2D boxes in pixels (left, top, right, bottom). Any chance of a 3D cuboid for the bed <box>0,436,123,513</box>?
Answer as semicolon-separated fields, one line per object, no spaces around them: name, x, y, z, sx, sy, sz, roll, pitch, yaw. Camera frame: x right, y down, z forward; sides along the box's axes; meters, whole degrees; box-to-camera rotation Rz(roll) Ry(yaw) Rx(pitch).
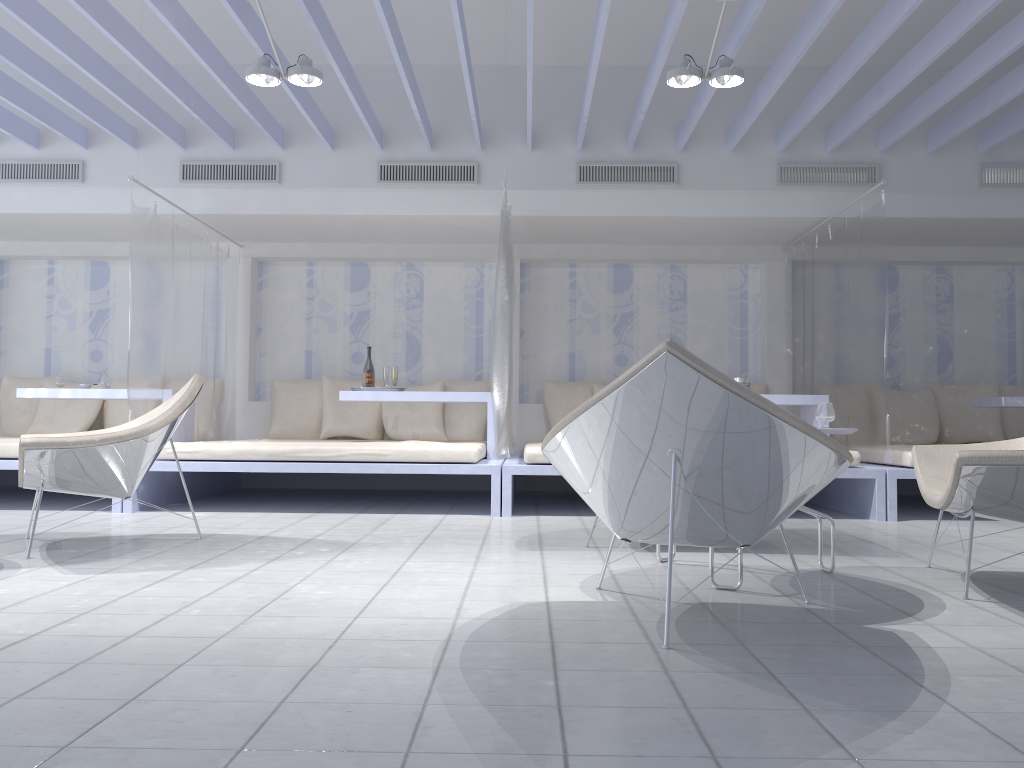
bed;-3.355;0.572;6.184;2.200;0.427;2.016;0;-3;1

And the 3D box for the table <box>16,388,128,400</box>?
table;-2.825;0.266;6.199;1.065;0.450;0.416;0;-3;1

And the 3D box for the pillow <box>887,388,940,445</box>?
pillow;3.079;0.249;6.966;0.528;0.482;0.307;0;-3;6

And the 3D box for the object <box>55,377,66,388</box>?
object;-3.234;-0.002;6.349;0.068;0.091;0.068;-1;-3;27

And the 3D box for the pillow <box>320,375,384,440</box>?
pillow;-1.273;0.191;7.098;0.537;0.527;0.233;1;-3;-19

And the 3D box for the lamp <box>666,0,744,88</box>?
lamp;0.952;-1.612;4.177;0.380;0.218;0.587;0;-3;1

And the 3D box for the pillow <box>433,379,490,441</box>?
pillow;-0.426;0.210;7.118;0.572;0.510;0.231;0;-3;2

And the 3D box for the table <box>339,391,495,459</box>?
table;-0.629;0.284;6.161;1.065;0.450;0.416;0;-3;1

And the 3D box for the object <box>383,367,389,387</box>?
object;-0.885;-0.033;6.221;0.059;0.174;0.059;2;-3;-31

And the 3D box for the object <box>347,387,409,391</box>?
object;-0.933;0.041;6.182;0.429;0.031;0.275;0;-3;3

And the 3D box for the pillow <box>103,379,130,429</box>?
pillow;-3.041;0.176;7.129;0.537;0.527;0.233;0;-3;21

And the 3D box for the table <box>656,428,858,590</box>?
table;0.831;0.427;3.258;0.823;0.534;0.825;2;-3;-22

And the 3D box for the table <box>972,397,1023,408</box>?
table;3.797;0.321;6.084;1.065;0.450;0.416;0;-3;1

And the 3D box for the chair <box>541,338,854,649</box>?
chair;0.493;0.278;2.518;0.906;0.759;0.753;0;-3;18

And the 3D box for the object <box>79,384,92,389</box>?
object;-3.051;0.023;6.340;0.082;0.043;0.082;2;-3;-38

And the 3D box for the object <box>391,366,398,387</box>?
object;-0.815;-0.035;6.155;0.059;0.174;0.059;2;-3;-31

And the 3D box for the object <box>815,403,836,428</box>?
object;1.118;0.113;3.164;0.068;0.091;0.068;1;-3;-9

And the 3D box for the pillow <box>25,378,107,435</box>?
pillow;-3.548;0.193;7.081;0.528;0.482;0.307;0;-3;6

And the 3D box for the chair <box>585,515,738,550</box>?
chair;0.688;0.356;4.226;0.906;0.759;0.753;0;-3;5

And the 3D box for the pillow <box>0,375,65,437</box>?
pillow;-3.887;0.181;7.178;0.572;0.510;0.231;1;-3;0

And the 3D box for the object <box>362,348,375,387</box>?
object;-1.001;-0.108;6.203;0.092;0.302;0.092;2;-3;-32

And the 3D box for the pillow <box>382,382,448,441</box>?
pillow;-0.768;0.217;7.033;0.528;0.482;0.307;1;-3;-4

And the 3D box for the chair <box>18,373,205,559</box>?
chair;-1.742;0.319;3.905;0.753;0.759;0.906;2;-3;-29

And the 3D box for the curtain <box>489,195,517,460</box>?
curtain;-0.040;-0.294;6.116;0.151;1.552;2.050;0;-3;1

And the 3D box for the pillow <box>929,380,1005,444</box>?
pillow;3.586;0.232;7.013;0.537;0.527;0.233;0;-3;21

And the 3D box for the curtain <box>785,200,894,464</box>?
curtain;2.180;-0.253;6.117;0.125;1.559;1.998;1;-3;-1

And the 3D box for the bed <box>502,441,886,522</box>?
bed;1.060;0.609;6.108;2.200;0.427;2.016;0;-3;1

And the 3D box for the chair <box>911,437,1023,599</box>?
chair;1.849;0.314;3.047;0.753;0.759;0.906;0;-3;16

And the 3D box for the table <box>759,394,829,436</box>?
table;1.586;0.303;6.122;1.065;0.450;0.416;0;-3;1

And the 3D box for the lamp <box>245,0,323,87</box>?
lamp;-1.137;-1.630;4.214;0.380;0.218;0.587;0;-3;1

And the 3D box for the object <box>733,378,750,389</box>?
object;0.858;0.070;3.312;0.075;0.185;0.075;2;-3;-36

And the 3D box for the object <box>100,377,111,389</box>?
object;-2.851;-0.005;6.217;0.068;0.091;0.068;-1;-3;27

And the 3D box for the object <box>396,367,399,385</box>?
object;-0.820;-0.032;6.220;0.059;0.174;0.059;2;-3;-31

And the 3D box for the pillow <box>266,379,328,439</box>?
pillow;-1.703;0.212;7.129;0.524;0.521;0.230;0;-3;3

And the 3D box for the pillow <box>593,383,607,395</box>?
pillow;0.868;0.230;7.005;0.528;0.482;0.307;0;-3;6

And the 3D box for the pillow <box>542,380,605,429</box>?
pillow;0.528;0.218;7.101;0.572;0.510;0.231;1;-3;0

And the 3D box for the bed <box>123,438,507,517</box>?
bed;-1.149;0.594;6.162;2.200;0.422;2.022;0;-3;1

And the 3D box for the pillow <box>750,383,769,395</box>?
pillow;1.806;0.241;7.068;0.524;0.521;0.230;1;-3;-1

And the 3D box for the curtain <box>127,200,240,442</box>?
curtain;-2.238;-0.290;6.194;0.125;1.559;1.998;1;-3;-1

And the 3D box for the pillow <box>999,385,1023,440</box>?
pillow;4.017;0.260;7.030;0.524;0.521;0.230;1;-3;-1

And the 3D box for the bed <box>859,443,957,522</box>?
bed;3.271;0.628;6.069;2.200;0.427;2.016;0;-3;1
